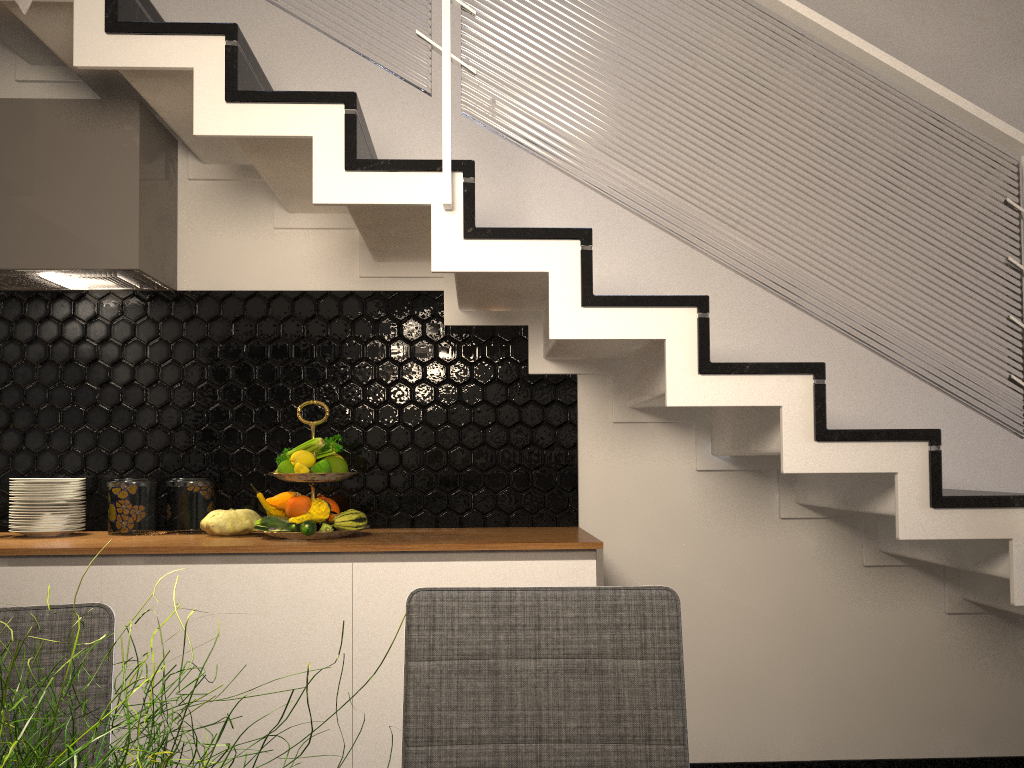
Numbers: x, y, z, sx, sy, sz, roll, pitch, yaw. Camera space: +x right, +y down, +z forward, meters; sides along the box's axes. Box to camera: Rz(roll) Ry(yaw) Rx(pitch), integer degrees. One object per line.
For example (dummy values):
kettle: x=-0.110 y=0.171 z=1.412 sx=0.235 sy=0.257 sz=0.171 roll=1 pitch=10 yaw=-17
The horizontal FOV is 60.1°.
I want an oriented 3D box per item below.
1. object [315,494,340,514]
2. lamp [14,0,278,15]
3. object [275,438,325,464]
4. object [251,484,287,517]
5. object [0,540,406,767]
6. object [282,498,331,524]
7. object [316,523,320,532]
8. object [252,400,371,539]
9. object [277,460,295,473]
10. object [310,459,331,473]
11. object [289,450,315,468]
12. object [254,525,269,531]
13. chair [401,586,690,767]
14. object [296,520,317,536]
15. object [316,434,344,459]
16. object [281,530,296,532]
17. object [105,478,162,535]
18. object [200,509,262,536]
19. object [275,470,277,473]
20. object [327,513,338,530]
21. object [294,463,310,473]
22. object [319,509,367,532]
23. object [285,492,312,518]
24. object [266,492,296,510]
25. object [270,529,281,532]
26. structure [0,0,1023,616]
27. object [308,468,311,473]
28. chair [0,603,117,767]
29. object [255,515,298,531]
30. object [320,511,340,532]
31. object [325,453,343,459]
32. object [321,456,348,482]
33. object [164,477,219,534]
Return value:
object: x=-0.613 y=0.411 z=2.867 sx=0.113 sy=0.110 sz=0.112 roll=1 pitch=-4 yaw=-26
lamp: x=-0.334 y=-2.877 z=0.624 sx=1.062 sy=5.202 sz=1.120 roll=-1 pitch=-2 yaw=9
object: x=-0.657 y=0.207 z=2.725 sx=0.181 sy=0.081 sz=0.057 roll=-3 pitch=-4 yaw=27
object: x=-0.741 y=0.368 z=2.741 sx=0.061 sy=0.120 sz=0.126 roll=-2 pitch=-4 yaw=30
object: x=-0.315 y=0.280 z=0.502 sx=0.668 sy=0.366 sz=0.533 roll=0 pitch=-4 yaw=-7
object: x=-0.612 y=0.383 z=2.669 sx=0.079 sy=0.076 sz=0.154 roll=-3 pitch=-5 yaw=32
object: x=-0.641 y=0.446 z=2.795 sx=0.071 sy=0.065 sz=0.069 roll=-2 pitch=-4 yaw=27
object: x=-0.616 y=0.262 z=2.746 sx=0.352 sy=0.425 sz=0.353 roll=0 pitch=-3 yaw=-9
object: x=-0.685 y=0.262 z=2.708 sx=0.062 sy=0.059 sz=0.065 roll=0 pitch=-4 yaw=-6
object: x=-0.574 y=0.253 z=2.662 sx=0.059 sy=0.054 sz=0.060 roll=-3 pitch=-4 yaw=32
object: x=-0.637 y=0.231 z=2.699 sx=0.071 sy=0.058 sz=0.068 roll=0 pitch=-4 yaw=-3
object: x=-0.762 y=0.438 z=2.689 sx=0.043 sy=0.020 sz=0.042 roll=3 pitch=-6 yaw=-40
chair: x=0.050 y=0.753 z=1.105 sx=0.475 sy=0.917 sz=0.603 roll=0 pitch=-3 yaw=0
object: x=-0.617 y=0.427 z=2.655 sx=0.061 sy=0.048 sz=0.240 roll=1 pitch=-5 yaw=-21
object: x=-0.628 y=0.208 z=2.775 sx=0.211 sy=0.100 sz=0.067 roll=-1 pitch=-3 yaw=13
object: x=-0.664 y=0.440 z=2.633 sx=0.043 sy=0.014 sz=0.042 roll=-1 pitch=-5 yaw=8
object: x=-1.244 y=0.402 z=2.915 sx=0.172 sy=0.184 sz=0.172 roll=3 pitch=-5 yaw=-43
object: x=-0.890 y=0.439 z=2.823 sx=0.197 sy=0.083 sz=0.190 roll=-1 pitch=-5 yaw=7
object: x=-0.706 y=0.271 z=2.746 sx=0.052 sy=0.050 sz=0.049 roll=-1 pitch=-4 yaw=16
object: x=-0.542 y=0.427 z=2.749 sx=0.085 sy=0.056 sz=0.088 roll=-4 pitch=-5 yaw=38
object: x=-0.626 y=0.255 z=2.641 sx=0.045 sy=0.041 sz=0.048 roll=3 pitch=-5 yaw=-41
object: x=-0.506 y=0.420 z=2.709 sx=0.076 sy=0.072 sz=0.152 roll=-3 pitch=-5 yaw=36
object: x=-0.642 y=0.373 z=2.680 sx=0.085 sy=0.092 sz=0.087 roll=-1 pitch=-3 yaw=2
object: x=-0.715 y=0.360 z=2.731 sx=0.127 sy=0.056 sz=0.060 roll=0 pitch=-4 yaw=-1
object: x=-0.709 y=0.446 z=2.672 sx=0.041 sy=0.016 sz=0.043 roll=-3 pitch=-5 yaw=28
structure: x=-1.350 y=-2.940 z=1.053 sx=8.459 sy=8.293 sz=4.244 roll=0 pitch=-3 yaw=-2
object: x=-0.662 y=0.275 z=2.772 sx=0.075 sy=0.062 sz=0.101 roll=1 pitch=-4 yaw=-21
chair: x=-0.693 y=0.743 z=0.932 sx=0.475 sy=0.917 sz=0.603 roll=0 pitch=-3 yaw=-17
object: x=-0.706 y=0.421 z=2.686 sx=0.217 sy=0.044 sz=0.054 roll=-5 pitch=-6 yaw=45
object: x=-0.559 y=0.435 z=2.735 sx=0.069 sy=0.076 sz=0.230 roll=0 pitch=-5 yaw=-11
object: x=-0.561 y=0.254 z=2.810 sx=0.059 sy=0.069 sz=0.079 roll=-2 pitch=-4 yaw=26
object: x=-0.554 y=0.263 z=2.734 sx=0.096 sy=0.078 sz=0.101 roll=0 pitch=-4 yaw=-7
object: x=-1.063 y=0.403 z=2.939 sx=0.172 sy=0.184 sz=0.172 roll=1 pitch=-4 yaw=-25
